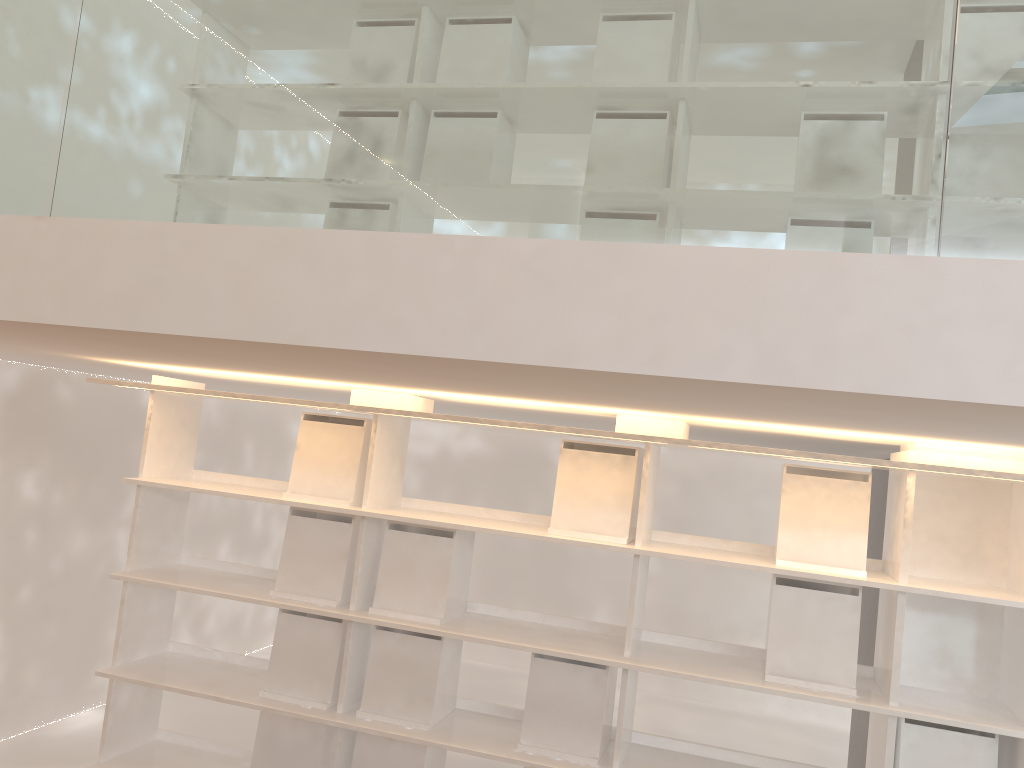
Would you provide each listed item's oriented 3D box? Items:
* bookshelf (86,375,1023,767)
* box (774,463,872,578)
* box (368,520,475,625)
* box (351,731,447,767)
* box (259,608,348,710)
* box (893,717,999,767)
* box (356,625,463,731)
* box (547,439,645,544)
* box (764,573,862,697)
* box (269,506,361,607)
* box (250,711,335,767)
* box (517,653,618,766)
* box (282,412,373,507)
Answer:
[{"bbox_3d":[-0.051,0.978,2.799,2.984,1.836,0.498,5,-4,16],"label":"bookshelf"},{"bbox_3d":[0.929,0.401,2.664,0.245,0.296,0.274,5,-4,16],"label":"box"},{"bbox_3d":[-0.294,0.618,2.974,0.245,0.296,0.274,5,-4,16],"label":"box"},{"bbox_3d":[-0.380,1.267,2.930,0.245,0.296,0.274,5,-4,16],"label":"box"},{"bbox_3d":[-0.668,0.912,3.045,0.245,0.296,0.274,5,-4,16],"label":"box"},{"bbox_3d":[1.215,1.084,2.515,0.245,0.296,0.274,5,-4,16],"label":"box"},{"bbox_3d":[-0.331,0.943,2.950,0.245,0.296,0.274,5,-4,16],"label":"box"},{"bbox_3d":[0.279,0.339,2.845,0.245,0.296,0.274,5,-4,16],"label":"box"},{"bbox_3d":[0.892,0.725,2.641,0.245,0.296,0.274,5,-4,16],"label":"box"},{"bbox_3d":[-0.641,0.585,3.072,0.245,0.296,0.274,5,-4,16],"label":"box"},{"bbox_3d":[-0.724,1.236,3.026,0.245,0.296,0.274,5,-4,16],"label":"box"},{"bbox_3d":[0.185,0.990,2.805,0.245,0.296,0.274,5,-4,16],"label":"box"},{"bbox_3d":[-0.605,0.260,3.096,0.245,0.296,0.274,5,-4,16],"label":"box"}]
